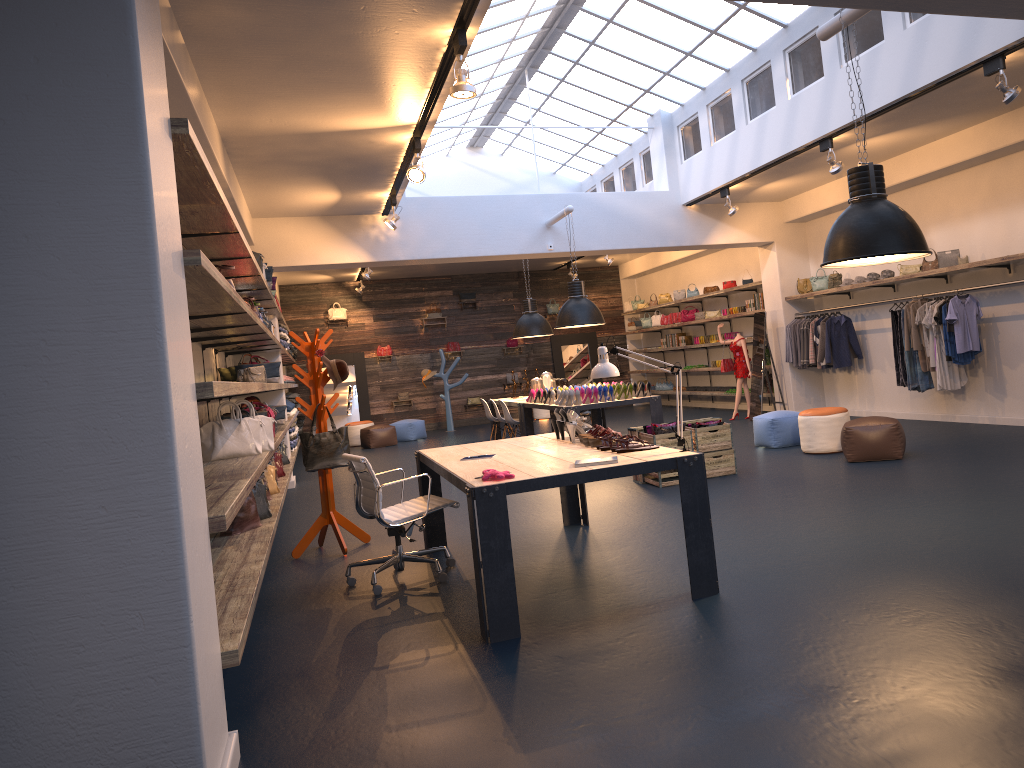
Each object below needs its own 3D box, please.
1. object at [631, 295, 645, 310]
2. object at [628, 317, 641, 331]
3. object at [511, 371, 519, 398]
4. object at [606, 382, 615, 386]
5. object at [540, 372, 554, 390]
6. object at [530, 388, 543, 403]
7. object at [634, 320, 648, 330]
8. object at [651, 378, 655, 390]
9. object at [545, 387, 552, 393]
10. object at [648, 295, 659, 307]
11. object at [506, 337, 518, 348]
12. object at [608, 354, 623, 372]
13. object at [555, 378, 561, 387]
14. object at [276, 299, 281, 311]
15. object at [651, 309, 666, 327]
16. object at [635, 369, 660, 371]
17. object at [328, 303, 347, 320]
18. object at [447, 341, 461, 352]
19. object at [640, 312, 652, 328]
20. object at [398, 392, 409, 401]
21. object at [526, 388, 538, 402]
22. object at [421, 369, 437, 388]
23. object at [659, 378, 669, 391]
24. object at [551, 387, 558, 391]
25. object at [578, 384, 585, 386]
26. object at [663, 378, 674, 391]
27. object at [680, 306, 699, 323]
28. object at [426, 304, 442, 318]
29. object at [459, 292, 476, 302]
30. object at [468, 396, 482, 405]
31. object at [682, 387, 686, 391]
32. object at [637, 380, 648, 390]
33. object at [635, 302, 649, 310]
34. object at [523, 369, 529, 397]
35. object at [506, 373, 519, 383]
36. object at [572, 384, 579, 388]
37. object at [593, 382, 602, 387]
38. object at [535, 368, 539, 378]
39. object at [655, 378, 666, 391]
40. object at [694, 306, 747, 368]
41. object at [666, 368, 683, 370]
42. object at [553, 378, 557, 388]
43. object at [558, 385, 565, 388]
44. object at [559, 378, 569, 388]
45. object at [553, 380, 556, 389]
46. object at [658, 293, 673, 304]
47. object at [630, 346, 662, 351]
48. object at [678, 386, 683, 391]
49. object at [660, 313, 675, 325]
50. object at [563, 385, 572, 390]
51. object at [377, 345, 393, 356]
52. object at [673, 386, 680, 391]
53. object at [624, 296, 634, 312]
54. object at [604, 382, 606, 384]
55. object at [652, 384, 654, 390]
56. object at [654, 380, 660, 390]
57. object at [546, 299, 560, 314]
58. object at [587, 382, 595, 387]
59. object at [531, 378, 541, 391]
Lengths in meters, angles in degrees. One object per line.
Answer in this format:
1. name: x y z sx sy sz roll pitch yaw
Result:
1. object: 3.027 -1.952 20.881 0.344 0.367 0.187 -6 -1 26
2. object: 2.978 -1.474 21.217 0.329 0.335 0.176 -6 -1 27
3. object: 0.026 0.002 14.974 0.143 0.469 0.136 -5 -1 -5
4. object: 1.378 0.067 12.222 0.209 0.195 0.234 -6 0 -9
5. object: 0.536 0.020 13.128 0.217 0.413 0.186 -5 -1 -28
6. object: 0.354 0.164 12.402 0.212 0.195 0.237 -6 0 -5
7. object: 3.103 -1.424 20.713 0.394 0.232 0.188 -5 0 21
8. object: 3.352 0.004 20.586 0.194 0.280 0.061 -6 -1 12
9. object: 0.526 0.140 12.746 0.212 0.195 0.229 -6 0 -16
10. object: 3.237 -1.917 19.850 0.112 0.300 0.268 -4 -1 -45
11. object: 0.001 -0.988 20.532 0.263 0.243 0.204 -6 0 -22
12. object: 2.510 -0.519 21.437 0.378 0.461 0.221 -5 -1 -19
13. object: 0.754 0.053 13.559 0.163 0.286 0.145 -5 -1 -17
14. object: -3.353 -1.062 11.932 0.337 0.245 0.134 -6 -1 -21
15. object: 3.343 -1.502 19.714 0.391 0.386 0.208 -6 -1 36
16. object: 3.248 -0.331 20.516 0.370 0.024 1.777 -6 1 -13
17. object: -3.845 -1.604 19.141 0.459 0.386 0.178 -6 -1 -31
18. object: -1.334 -0.863 20.008 0.345 0.255 0.127 -6 -1 -31
19. object: 3.157 -1.487 20.199 0.344 0.367 0.187 -6 -1 26
20. object: -2.442 0.277 19.528 0.292 0.176 0.095 -6 0 -40
21. object: 0.309 0.163 12.657 0.215 0.195 0.226 -6 0 -22
22. object: -1.809 -0.120 19.058 0.355 0.442 0.335 -5 -1 -20
23. object: 3.484 0.002 19.866 0.263 0.283 0.100 -6 -1 17
24. object: 0.598 0.138 12.484 0.216 0.195 0.225 -6 0 -25
25. object: 0.999 0.096 12.638 0.213 0.195 0.228 -6 0 -19
26. object: 3.533 0.002 19.678 0.263 0.283 0.100 -6 -1 17
27. object: 3.702 -1.458 18.084 0.368 0.338 0.280 -5 0 -28
28. object: -1.792 -1.679 19.904 0.362 0.335 0.160 -6 -1 -8
29. object: -1.023 -2.017 20.202 0.446 0.232 0.166 -6 0 -25
30. object: -0.849 0.378 20.079 0.396 0.174 0.210 -6 1 -40
31. object: 3.744 0.099 18.838 0.227 0.083 0.219 -6 1 -26
32. object: 3.237 0.019 21.406 0.354 0.234 0.208 -5 0 15
33. object: 3.066 -1.849 20.596 0.335 0.174 0.249 -5 0 36
34. object: 0.233 -0.020 15.050 0.130 0.469 0.149 -6 -1 27
35. object: 0.017 -0.144 20.476 0.279 0.230 0.077 -6 -1 -4
36. object: 0.928 0.097 12.906 0.212 0.195 0.229 -6 0 -16
37. object: 1.230 0.071 12.711 0.212 0.195 0.229 -6 0 -16
38. object: 0.454 -0.044 15.135 0.151 0.469 0.128 -4 -2 -40
39. object: 3.435 0.003 20.054 0.268 0.283 0.099 -6 -1 10
40. object: 4.106 -0.870 17.069 0.478 1.137 2.555 -5 1 -13
41. object: 3.556 -0.334 19.155 0.373 0.029 0.840 -6 1 -14
42. object: 0.702 0.053 13.792 0.163 0.286 0.145 -5 -1 -17
43. object: 0.728 0.119 12.810 0.209 0.195 0.233 -6 0 -10
44. object: 0.808 0.053 13.320 0.163 0.286 0.145 -5 -1 -17
45. object: 0.596 0.071 13.326 0.187 0.290 0.161 -5 -1 -28
46. object: 3.362 -1.882 19.085 0.341 0.234 0.215 -5 0 32
47. object: 3.246 -0.846 20.684 0.506 0.060 1.442 -6 1 -14
48. object: 3.730 0.095 19.093 0.227 0.083 0.219 -6 1 -27
49. object: 3.422 -1.424 19.109 0.312 0.254 0.148 -5 -1 33
50. object: 0.796 0.117 12.560 0.212 0.195 0.229 -6 0 -16
51. object: -2.859 -0.748 19.459 0.347 0.254 0.133 -6 -1 -8
52. object: 3.691 0.094 19.342 0.216 0.083 0.231 -6 1 -5
53. object: 2.955 -1.966 21.348 0.420 0.386 0.194 -6 -1 4
54. object: 1.273 0.072 12.469 0.212 0.195 0.229 -6 0 -16
55. object: 3.382 0.004 20.465 0.199 0.280 0.059 -5 -1 2
56. object: 3.410 0.004 20.329 0.194 0.280 0.061 -6 -1 12
57. object: 0.987 -1.869 20.932 0.397 0.367 0.162 -5 -1 -31
58. object: 1.170 0.072 12.960 0.212 0.195 0.229 -6 0 -16
59. object: 0.388 0.069 13.340 0.186 0.336 0.185 -5 -1 2
